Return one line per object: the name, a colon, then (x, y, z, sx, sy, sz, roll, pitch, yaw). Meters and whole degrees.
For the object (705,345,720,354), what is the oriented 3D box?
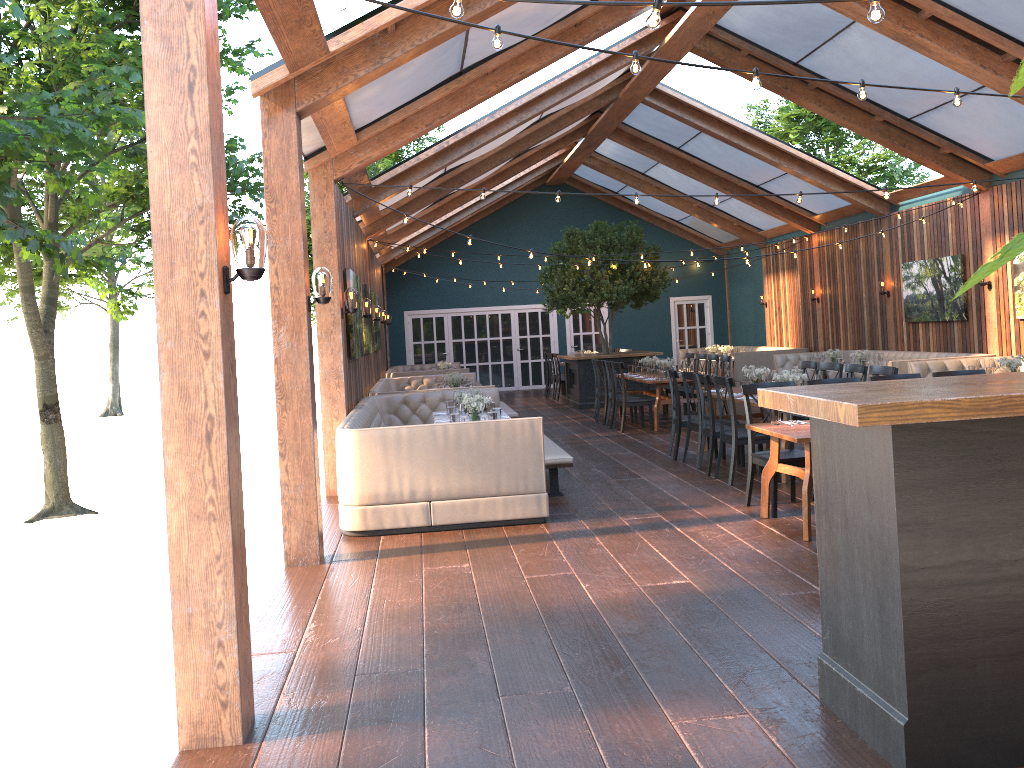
object: (4.746, -0.783, 20.872, 0.337, 0.309, 0.328, -5, 2, -41)

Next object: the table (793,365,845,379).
table: (5.379, 0.023, 15.157, 0.799, 0.672, 0.799, -3, 2, -7)

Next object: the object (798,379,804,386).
object: (3.065, 0.028, 9.409, 0.091, 0.158, 0.092, -3, 1, 20)

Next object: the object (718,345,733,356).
object: (4.847, -0.738, 20.046, 0.335, 0.309, 0.330, -2, 2, 36)

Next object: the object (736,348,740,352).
object: (4.976, -0.676, 19.452, 0.092, 0.244, 0.092, -3, 0, 42)

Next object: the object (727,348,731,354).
object: (4.782, -0.668, 19.496, 0.092, 0.244, 0.092, -3, 0, 42)

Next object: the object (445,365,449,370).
object: (-1.378, -0.286, 18.782, 0.092, 0.244, 0.092, -3, 0, 42)

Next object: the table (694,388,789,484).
table: (2.807, 0.482, 9.486, 0.950, 0.729, 2.433, -3, 3, -6)

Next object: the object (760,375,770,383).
object: (2.612, 0.027, 9.127, 0.092, 0.244, 0.092, -3, 0, 36)

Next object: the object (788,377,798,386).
object: (2.715, 0.057, 8.551, 0.092, 0.244, 0.092, -3, 0, 36)

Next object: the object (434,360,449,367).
object: (-1.586, -0.394, 20.203, 0.337, 0.309, 0.328, -5, 2, -41)

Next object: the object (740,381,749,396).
object: (2.517, 0.049, 9.578, 0.091, 0.158, 0.092, -3, 1, 20)

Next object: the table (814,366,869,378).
table: (5.464, 0.068, 14.346, 0.799, 0.672, 0.799, -3, 2, -6)

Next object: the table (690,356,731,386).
table: (4.746, -0.310, 21.186, 0.799, 0.672, 0.799, -3, 2, -7)

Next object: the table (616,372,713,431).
table: (2.336, 0.234, 13.973, 0.950, 0.729, 2.433, -3, 3, -6)

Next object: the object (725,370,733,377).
object: (2.520, -0.037, 10.253, 0.092, 0.244, 0.092, -3, 0, 42)

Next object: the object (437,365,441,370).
object: (-1.549, -0.280, 18.836, 0.092, 0.244, 0.092, -3, 0, 42)

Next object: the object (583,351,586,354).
object: (1.728, -0.649, 20.989, 0.092, 0.244, 0.092, -3, 0, 36)

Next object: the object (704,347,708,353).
object: (4.622, -0.755, 21.057, 0.092, 0.244, 0.092, -3, 0, 36)

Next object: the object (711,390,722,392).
object: (2.381, 0.079, 10.324, 0.255, 0.019, 0.157, -3, 3, -6)

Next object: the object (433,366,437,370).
object: (-1.798, -0.338, 20.707, 0.092, 0.158, 0.092, -3, 1, -20)

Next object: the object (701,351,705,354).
object: (4.544, -0.703, 20.983, 0.092, 0.158, 0.092, -3, 1, -20)

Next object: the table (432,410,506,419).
table: (-0.476, 0.660, 9.994, 0.799, 0.672, 0.799, -3, 2, -7)

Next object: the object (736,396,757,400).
object: (2.473, 0.143, 9.205, 0.255, 0.019, 0.157, -3, 3, -6)

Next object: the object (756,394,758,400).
object: (2.534, 0.079, 9.053, 0.091, 0.158, 0.092, -3, 1, 20)

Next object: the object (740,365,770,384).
object: (2.759, -0.066, 9.980, 0.328, 0.309, 0.337, -2, 2, 29)

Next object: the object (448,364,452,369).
object: (-1.344, -0.303, 19.026, 0.092, 0.244, 0.092, -3, 0, 42)

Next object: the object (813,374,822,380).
object: (3.022, 0.029, 8.726, 0.092, 0.244, 0.092, -3, 0, 36)

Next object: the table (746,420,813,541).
table: (3.128, 0.637, 6.673, 2.431, 0.730, 0.951, -3, 2, -6)

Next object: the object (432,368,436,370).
object: (-1.724, -0.270, 19.529, 0.092, 0.158, 0.092, -3, 1, -20)

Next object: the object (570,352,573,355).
object: (1.400, -0.620, 20.801, 0.092, 0.244, 0.092, -3, 0, 36)

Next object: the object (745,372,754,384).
object: (2.595, -0.002, 9.652, 0.092, 0.244, 0.092, -3, 0, 36)

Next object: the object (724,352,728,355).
object: (4.704, -0.616, 19.421, 0.092, 0.158, 0.092, -3, 1, -20)

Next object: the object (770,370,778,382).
object: (2.914, -0.032, 9.830, 0.092, 0.244, 0.092, -3, 0, 36)

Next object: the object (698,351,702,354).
object: (4.538, -0.727, 21.379, 0.092, 0.158, 0.092, -3, 1, -20)

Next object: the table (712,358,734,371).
table: (4.916, -0.220, 19.563, 0.799, 0.672, 0.799, -3, 2, -7)

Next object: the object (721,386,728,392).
object: (2.444, 0.016, 10.161, 0.091, 0.158, 0.092, -3, 1, 40)

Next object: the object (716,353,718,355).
object: (4.923, -0.743, 21.302, 0.092, 0.158, 0.092, -3, 1, -20)

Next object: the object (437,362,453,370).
object: (-1.484, -0.349, 19.377, 0.335, 0.309, 0.330, -2, 2, 36)

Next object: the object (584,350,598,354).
object: (1.756, -0.598, 19.589, 0.329, 0.309, 0.337, -3, 2, 9)

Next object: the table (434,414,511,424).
table: (-0.390, 0.705, 9.182, 0.799, 0.672, 0.799, -3, 2, -6)

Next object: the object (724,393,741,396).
object: (2.456, 0.113, 9.730, 0.255, 0.019, 0.157, -3, 3, -6)

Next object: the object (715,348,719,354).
object: (4.695, -0.712, 20.287, 0.092, 0.244, 0.092, -3, 0, 42)

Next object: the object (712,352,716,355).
object: (4.617, -0.660, 20.213, 0.092, 0.158, 0.092, -3, 1, -20)

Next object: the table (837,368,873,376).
table: (5.550, 0.113, 13.534, 0.799, 0.672, 0.799, -3, 2, -7)

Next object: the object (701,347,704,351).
object: (4.610, -0.769, 21.299, 0.092, 0.244, 0.092, -3, 0, 36)

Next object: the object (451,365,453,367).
object: (-1.423, -0.354, 20.632, 0.092, 0.158, 0.092, -3, 1, -20)

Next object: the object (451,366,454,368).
object: (-1.333, -0.311, 19.852, 0.092, 0.158, 0.092, -3, 1, -20)

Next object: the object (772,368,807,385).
object: (2.819, -0.005, 8.929, 0.330, 0.309, 0.336, -5, 2, -39)

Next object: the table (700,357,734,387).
table: (4.831, -0.265, 20.375, 0.799, 0.672, 0.799, -3, 2, -6)

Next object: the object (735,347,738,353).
object: (5.002, -0.692, 19.686, 0.092, 0.244, 0.092, -3, 0, 42)

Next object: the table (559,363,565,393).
table: (1.695, -0.103, 20.064, 0.950, 0.729, 2.433, -3, 3, -6)

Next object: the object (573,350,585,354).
object: (1.581, -0.651, 20.609, 0.329, 0.309, 0.336, -3, 2, -8)
